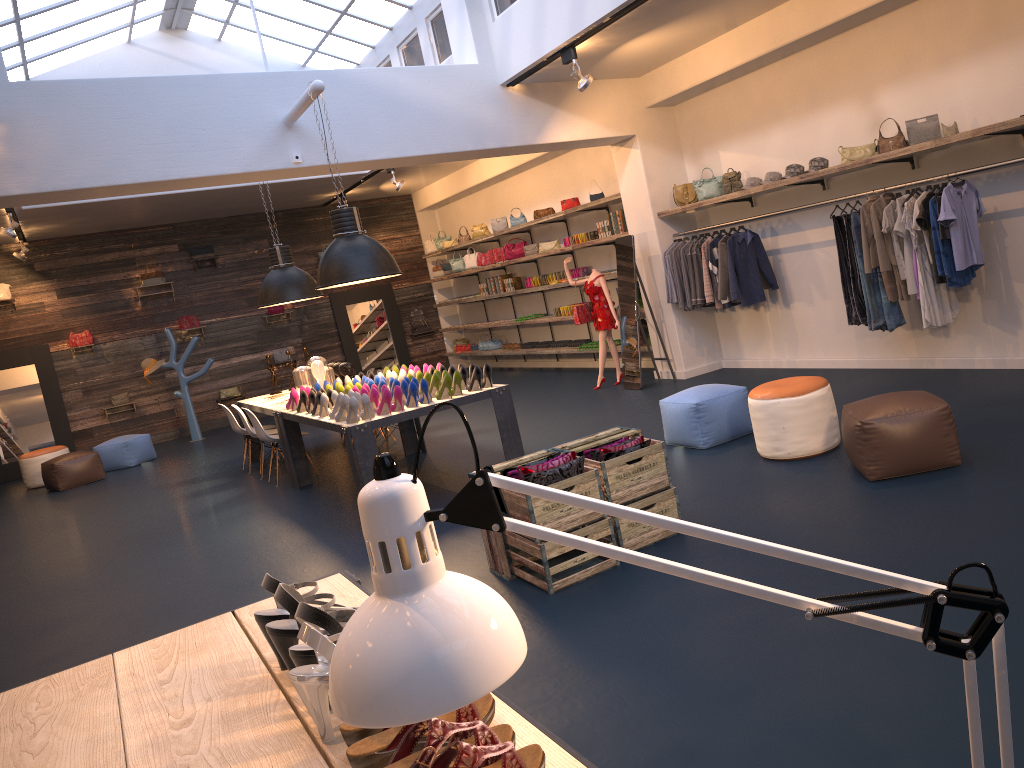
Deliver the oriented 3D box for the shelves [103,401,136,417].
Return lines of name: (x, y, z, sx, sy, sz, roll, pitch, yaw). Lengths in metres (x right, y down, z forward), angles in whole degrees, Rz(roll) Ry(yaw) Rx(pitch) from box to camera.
shelves: (-6.260, 0.406, 13.878, 0.488, 0.143, 0.226, -15, 7, -30)

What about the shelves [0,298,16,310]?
shelves: (-7.736, -1.162, 13.065, 0.488, 0.157, 0.226, -15, 7, -30)

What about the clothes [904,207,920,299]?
clothes: (3.458, -1.099, 7.273, 0.357, 0.874, 0.085, -14, 5, -29)

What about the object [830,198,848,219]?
object: (2.984, -1.616, 7.956, 0.252, 0.176, 0.013, -15, 6, -31)

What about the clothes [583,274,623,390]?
clothes: (1.143, -0.659, 10.729, 0.502, 1.381, 0.318, -16, 6, -41)

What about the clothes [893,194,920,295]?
clothes: (3.413, -1.187, 7.309, 0.551, 0.829, 0.131, -14, 5, -28)

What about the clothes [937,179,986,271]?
clothes: (3.602, -1.271, 6.888, 0.594, 0.698, 0.114, -15, 6, -32)

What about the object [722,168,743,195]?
object: (2.335, -2.166, 9.305, 0.255, 0.283, 0.358, -12, 6, -10)

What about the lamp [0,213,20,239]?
lamp: (-5.869, -1.835, 10.136, 0.232, 0.327, 0.188, -10, 5, 14)

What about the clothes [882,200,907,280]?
clothes: (3.363, -1.238, 7.378, 0.594, 0.684, 0.107, -15, 6, -31)

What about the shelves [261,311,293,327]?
shelves: (-4.107, -1.138, 15.267, 0.535, 0.184, 0.186, -15, 7, -30)

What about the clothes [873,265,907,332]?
clothes: (3.282, -1.027, 7.736, 0.220, 1.133, 0.219, -14, 5, -21)

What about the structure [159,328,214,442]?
structure: (-5.095, -0.005, 13.584, 0.982, 1.803, 0.170, -12, 5, -6)

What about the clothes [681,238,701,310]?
clothes: (2.154, -1.260, 9.828, 0.574, 0.799, 0.174, -15, 6, -34)

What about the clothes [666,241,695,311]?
clothes: (1.998, -1.249, 10.060, 0.586, 0.813, 0.113, -15, 6, -31)

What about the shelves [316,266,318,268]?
shelves: (-3.285, -2.088, 15.783, 0.488, 0.177, 0.226, -15, 7, -30)

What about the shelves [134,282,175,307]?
shelves: (-5.829, -1.465, 14.223, 0.603, 0.316, 0.226, -15, 6, -30)

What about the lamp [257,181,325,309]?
lamp: (-2.553, -1.682, 9.297, 0.688, 1.642, 0.714, -11, 5, 8)

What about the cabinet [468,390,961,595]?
cabinet: (1.232, 0.446, 4.849, 2.949, 0.547, 0.708, -13, 6, -17)

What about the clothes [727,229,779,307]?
clothes: (2.505, -1.235, 9.151, 0.730, 0.794, 0.162, -15, 6, -31)

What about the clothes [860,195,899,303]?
clothes: (3.271, -1.184, 7.603, 0.565, 0.944, 0.169, -15, 6, -34)

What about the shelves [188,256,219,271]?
shelves: (-5.181, -2.024, 14.640, 0.488, 0.178, 0.226, -15, 7, -30)

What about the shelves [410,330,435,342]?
shelves: (-1.706, -0.920, 16.682, 0.488, 0.157, 0.226, -15, 7, -30)

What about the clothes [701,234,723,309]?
clothes: (2.321, -1.243, 9.513, 0.730, 0.794, 0.162, -15, 6, -31)

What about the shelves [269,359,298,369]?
shelves: (-4.001, -0.305, 15.270, 0.488, 0.183, 0.226, -15, 7, -30)

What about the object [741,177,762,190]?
object: (2.469, -2.073, 8.965, 0.235, 0.125, 0.188, -10, 6, 7)

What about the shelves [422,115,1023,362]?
shelves: (-1.419, -0.330, 7.729, 9.331, 2.223, 15.580, -14, 7, -27)

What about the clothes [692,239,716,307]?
clothes: (2.251, -1.246, 9.615, 0.708, 0.752, 0.119, -14, 5, -29)

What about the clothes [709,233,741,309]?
clothes: (2.366, -1.232, 9.421, 0.610, 0.792, 0.114, -14, 6, -29)

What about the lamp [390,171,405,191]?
lamp: (-1.670, -2.939, 12.620, 0.232, 0.327, 0.188, -10, 5, 14)

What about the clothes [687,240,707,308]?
clothes: (2.210, -1.248, 9.697, 0.708, 0.752, 0.119, -14, 5, -29)

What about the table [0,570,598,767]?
table: (-0.457, 1.092, 1.288, 1.334, 0.739, 2.349, -14, 7, -27)

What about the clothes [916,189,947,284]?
clothes: (3.519, -1.205, 7.077, 0.605, 0.749, 0.128, -14, 5, -28)

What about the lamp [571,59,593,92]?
lamp: (0.627, -2.843, 8.037, 0.243, 0.327, 0.180, -12, 5, -1)

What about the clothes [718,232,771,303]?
clothes: (2.437, -1.247, 9.284, 0.761, 0.733, 0.160, -15, 6, -32)

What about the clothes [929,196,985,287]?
clothes: (3.581, -1.161, 6.999, 0.529, 0.767, 0.115, -15, 6, -31)

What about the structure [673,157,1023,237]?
structure: (3.691, -1.653, 6.525, 0.042, 0.039, 8.065, -14, 7, -26)

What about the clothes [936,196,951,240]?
clothes: (3.523, -1.338, 6.954, 0.493, 0.370, 0.127, -15, 6, -31)

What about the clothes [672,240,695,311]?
clothes: (2.087, -1.263, 9.962, 0.574, 0.799, 0.174, -15, 6, -34)

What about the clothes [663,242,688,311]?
clothes: (1.970, -1.250, 10.116, 0.586, 0.813, 0.113, -15, 6, -31)

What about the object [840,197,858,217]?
object: (3.038, -1.614, 7.848, 0.252, 0.176, 0.013, -15, 6, -31)

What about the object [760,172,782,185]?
object: (2.594, -2.068, 8.716, 0.235, 0.125, 0.188, -10, 6, 7)

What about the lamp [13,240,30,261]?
lamp: (-6.970, -1.881, 12.331, 0.232, 0.327, 0.188, -10, 5, 14)

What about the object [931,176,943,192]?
object: (3.446, -1.577, 7.044, 0.465, 0.219, 0.009, -15, 6, -29)

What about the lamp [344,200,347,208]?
lamp: (-2.779, -2.984, 14.831, 0.232, 0.327, 0.188, -10, 5, 14)

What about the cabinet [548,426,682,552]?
cabinet: (0.587, 0.578, 4.790, 0.508, 0.547, 0.515, -14, 6, -28)

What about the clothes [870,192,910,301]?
clothes: (3.313, -1.181, 7.509, 0.565, 0.944, 0.169, -15, 6, -34)

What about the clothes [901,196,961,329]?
clothes: (3.504, -1.027, 7.231, 0.542, 1.106, 0.120, -15, 6, -31)

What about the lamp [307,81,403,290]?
lamp: (-1.419, -1.636, 7.043, 0.762, 1.642, 0.640, -15, 6, -37)

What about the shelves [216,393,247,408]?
shelves: (-4.760, 0.289, 14.783, 0.488, 0.157, 0.226, -15, 7, -30)

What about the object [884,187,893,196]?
object: (3.223, -1.603, 7.466, 0.437, 0.178, 0.016, -15, 6, -29)

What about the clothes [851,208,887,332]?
clothes: (3.183, -1.010, 7.751, 0.143, 1.133, 0.251, -7, 6, 42)

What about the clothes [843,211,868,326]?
clothes: (3.172, -1.043, 7.883, 0.248, 1.045, 0.136, -14, 5, -30)

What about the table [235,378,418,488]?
table: (-2.079, 0.444, 9.455, 1.334, 0.739, 2.349, -14, 7, -27)

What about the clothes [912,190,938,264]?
clothes: (3.480, -1.298, 7.124, 0.563, 0.584, 0.072, -15, 6, -31)

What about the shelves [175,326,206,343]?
shelves: (-5.338, -0.823, 14.488, 0.488, 0.210, 0.226, -15, 7, -30)

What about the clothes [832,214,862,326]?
clothes: (3.093, -1.046, 8.004, 0.248, 1.045, 0.136, -14, 5, -30)

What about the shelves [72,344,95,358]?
shelves: (-6.723, -0.520, 13.641, 0.328, 0.157, 0.227, -15, 7, -29)

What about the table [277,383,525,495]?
table: (-1.016, 0.488, 7.338, 1.334, 0.739, 2.349, -14, 7, -27)
